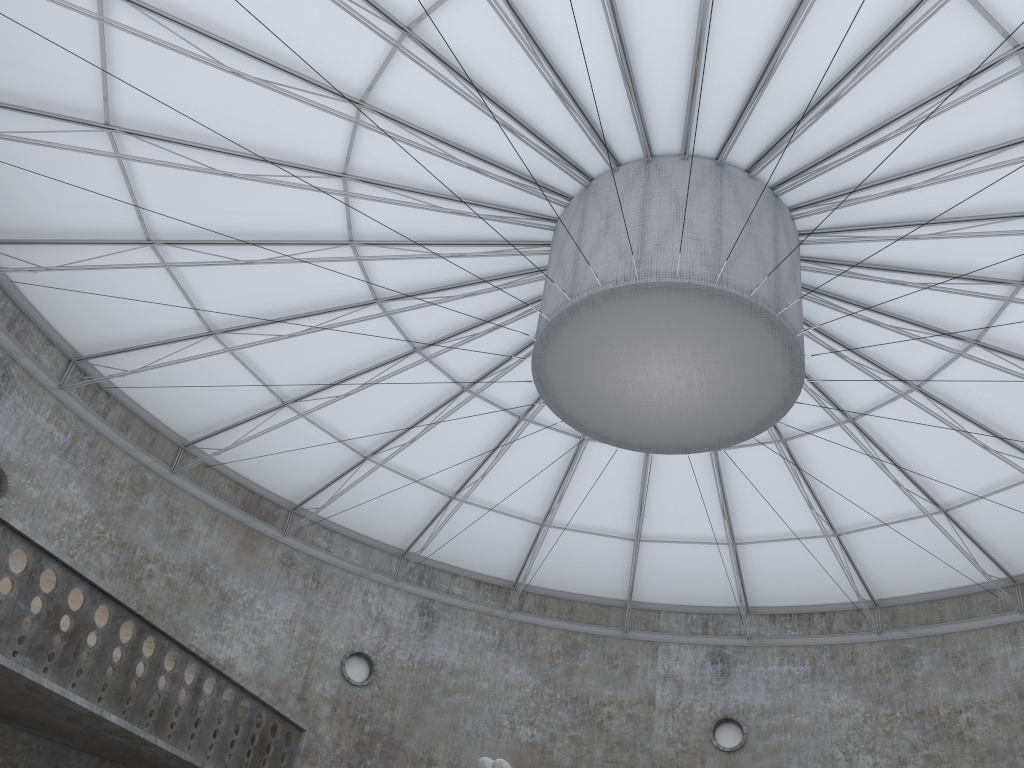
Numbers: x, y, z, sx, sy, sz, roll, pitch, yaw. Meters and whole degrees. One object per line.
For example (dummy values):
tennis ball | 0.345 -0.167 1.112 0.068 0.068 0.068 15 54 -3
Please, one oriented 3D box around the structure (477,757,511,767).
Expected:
structure | 4.171 9.657 14.504 10.813 5.553 15.937 22 -37 -16
